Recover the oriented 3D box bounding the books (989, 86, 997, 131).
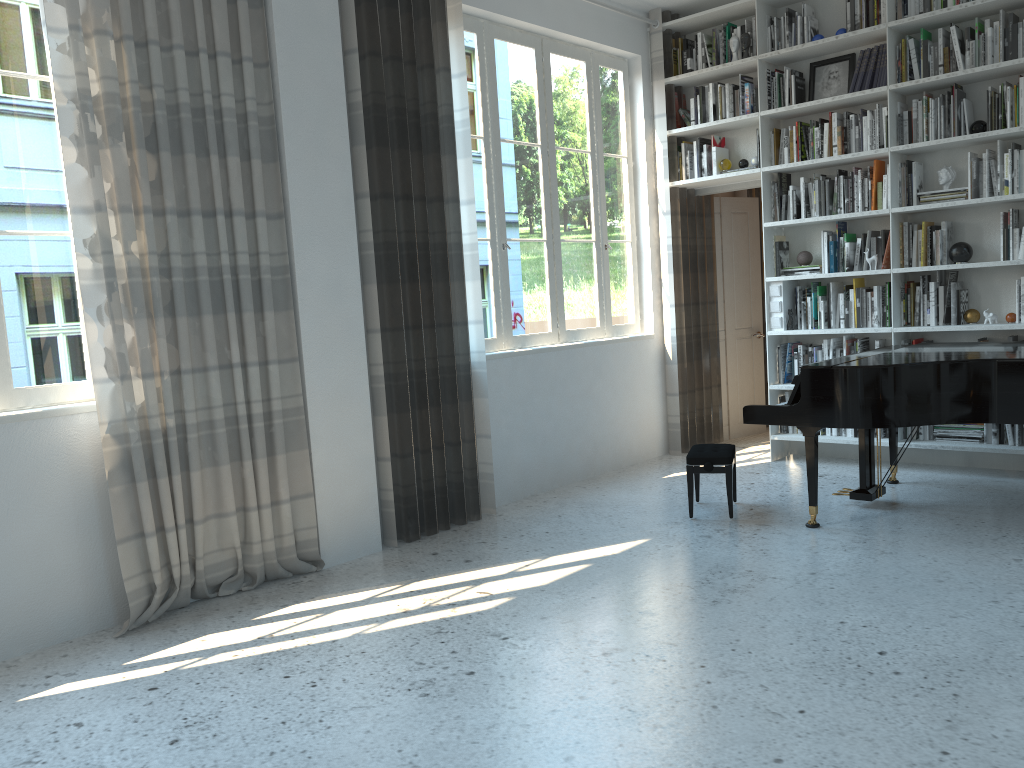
[{"bbox_3d":[2.828,-1.600,5.215,0.012,0.276,0.129,2,8,42],"label":"books"}]

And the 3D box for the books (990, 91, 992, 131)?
[{"bbox_3d":[2.820,-1.579,5.188,0.005,0.241,0.173,2,8,42],"label":"books"}]

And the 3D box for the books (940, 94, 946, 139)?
[{"bbox_3d":[2.623,-1.601,5.368,0.011,0.279,0.169,2,8,42],"label":"books"}]

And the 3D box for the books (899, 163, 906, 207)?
[{"bbox_3d":[2.471,-1.243,5.586,0.012,0.285,0.159,2,8,42],"label":"books"}]

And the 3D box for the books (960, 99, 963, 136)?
[{"bbox_3d":[2.715,-1.582,5.323,0.009,0.237,0.134,2,8,42],"label":"books"}]

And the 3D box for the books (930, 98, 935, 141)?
[{"bbox_3d":[2.575,-1.592,5.392,0.009,0.263,0.189,2,8,42],"label":"books"}]

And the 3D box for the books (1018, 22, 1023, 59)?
[{"bbox_3d":[2.916,-1.932,5.055,0.022,0.223,0.161,2,8,42],"label":"books"}]

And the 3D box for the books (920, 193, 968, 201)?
[{"bbox_3d":[2.652,-1.140,5.424,0.254,0.012,0.160,0,7,37],"label":"books"}]

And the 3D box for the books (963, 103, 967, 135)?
[{"bbox_3d":[2.724,-1.567,5.306,0.004,0.210,0.132,2,8,42],"label":"books"}]

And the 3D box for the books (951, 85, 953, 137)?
[{"bbox_3d":[2.668,-1.622,5.339,0.004,0.321,0.152,2,8,42],"label":"books"}]

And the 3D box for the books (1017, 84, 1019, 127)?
[{"bbox_3d":[2.929,-1.584,5.097,0.006,0.253,0.180,2,8,42],"label":"books"}]

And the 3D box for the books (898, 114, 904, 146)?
[{"bbox_3d":[2.449,-1.569,5.531,0.015,0.208,0.186,2,8,42],"label":"books"}]

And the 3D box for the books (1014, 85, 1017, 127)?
[{"bbox_3d":[2.921,-1.585,5.112,0.017,0.253,0.139,2,8,42],"label":"books"}]

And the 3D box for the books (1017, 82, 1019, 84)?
[{"bbox_3d":[2.929,-1.590,5.104,0.004,0.266,0.141,2,8,42],"label":"books"}]

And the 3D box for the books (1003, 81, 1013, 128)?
[{"bbox_3d":[2.891,-1.603,5.150,0.033,0.288,0.155,2,8,42],"label":"books"}]

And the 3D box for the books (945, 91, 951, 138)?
[{"bbox_3d":[2.646,-1.607,5.344,0.011,0.292,0.176,2,8,42],"label":"books"}]

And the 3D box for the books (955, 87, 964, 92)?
[{"bbox_3d":[2.688,-1.615,5.325,0.005,0.306,0.162,2,8,42],"label":"books"}]

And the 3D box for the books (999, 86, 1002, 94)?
[{"bbox_3d":[2.868,-1.594,5.172,0.009,0.267,0.149,2,8,42],"label":"books"}]

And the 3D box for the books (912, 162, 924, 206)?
[{"bbox_3d":[2.532,-1.238,5.526,0.021,0.278,0.136,2,8,42],"label":"books"}]

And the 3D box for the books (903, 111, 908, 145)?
[{"bbox_3d":[2.481,-1.580,5.533,0.029,0.225,0.136,2,8,42],"label":"books"}]

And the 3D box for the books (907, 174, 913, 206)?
[{"bbox_3d":[2.517,-1.205,5.552,0.034,0.210,0.136,2,8,42],"label":"books"}]

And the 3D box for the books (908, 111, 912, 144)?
[{"bbox_3d":[2.501,-1.577,5.515,0.024,0.219,0.140,2,8,42],"label":"books"}]

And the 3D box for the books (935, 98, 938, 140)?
[{"bbox_3d":[2.608,-1.594,5.397,0.010,0.262,0.169,2,8,42],"label":"books"}]

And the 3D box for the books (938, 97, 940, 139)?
[{"bbox_3d":[2.613,-1.592,5.371,0.009,0.261,0.180,2,8,42],"label":"books"}]

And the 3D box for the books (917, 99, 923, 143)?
[{"bbox_3d":[2.524,-1.602,5.458,0.012,0.276,0.157,2,8,42],"label":"books"}]

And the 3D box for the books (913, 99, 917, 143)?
[{"bbox_3d":[2.512,-1.604,5.473,0.026,0.280,0.150,2,8,42],"label":"books"}]

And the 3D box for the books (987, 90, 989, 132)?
[{"bbox_3d":[2.817,-1.588,5.217,0.005,0.254,0.160,2,8,42],"label":"books"}]

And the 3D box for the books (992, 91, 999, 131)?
[{"bbox_3d":[2.828,-1.575,5.170,0.005,0.236,0.178,2,8,42],"label":"books"}]

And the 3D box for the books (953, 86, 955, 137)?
[{"bbox_3d":[2.683,-1.621,5.334,0.005,0.316,0.157,2,8,42],"label":"books"}]

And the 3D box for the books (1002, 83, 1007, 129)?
[{"bbox_3d":[2.871,-1.597,5.155,0.005,0.275,0.157,2,8,42],"label":"books"}]

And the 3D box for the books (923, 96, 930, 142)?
[{"bbox_3d":[2.552,-1.604,5.422,0.010,0.284,0.183,2,8,42],"label":"books"}]

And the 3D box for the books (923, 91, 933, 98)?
[{"bbox_3d":[2.558,-1.623,5.442,0.011,0.317,0.154,2,8,42],"label":"books"}]

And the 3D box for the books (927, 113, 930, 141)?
[{"bbox_3d":[2.581,-1.557,5.426,0.029,0.187,0.149,2,8,42],"label":"books"}]

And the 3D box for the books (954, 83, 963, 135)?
[{"bbox_3d":[2.684,-1.627,5.328,0.005,0.331,0.161,2,8,42],"label":"books"}]

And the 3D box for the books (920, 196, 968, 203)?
[{"bbox_3d":[2.654,-1.128,5.427,0.254,0.012,0.160,0,7,38],"label":"books"}]

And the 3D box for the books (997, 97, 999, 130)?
[{"bbox_3d":[2.857,-1.560,5.176,0.011,0.200,0.162,2,8,42],"label":"books"}]

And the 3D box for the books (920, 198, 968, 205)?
[{"bbox_3d":[2.661,-1.116,5.434,0.254,0.012,0.160,1,7,42],"label":"books"}]

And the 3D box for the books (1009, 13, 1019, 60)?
[{"bbox_3d":[2.886,-1.968,5.098,0.022,0.291,0.146,2,8,42],"label":"books"}]

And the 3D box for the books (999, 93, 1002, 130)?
[{"bbox_3d":[2.854,-1.565,5.146,0.006,0.216,0.181,2,8,42],"label":"books"}]

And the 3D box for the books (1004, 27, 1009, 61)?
[{"bbox_3d":[2.870,-1.930,5.115,0.024,0.214,0.150,2,8,42],"label":"books"}]

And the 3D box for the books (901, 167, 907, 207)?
[{"bbox_3d":[2.481,-1.229,5.571,0.024,0.257,0.133,2,8,42],"label":"books"}]

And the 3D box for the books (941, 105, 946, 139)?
[{"bbox_3d":[2.629,-1.565,5.359,0.011,0.209,0.181,2,8,42],"label":"books"}]

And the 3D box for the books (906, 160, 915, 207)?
[{"bbox_3d":[2.505,-1.251,5.571,0.011,0.298,0.135,2,8,42],"label":"books"}]

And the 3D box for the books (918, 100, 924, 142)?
[{"bbox_3d":[2.538,-1.595,5.447,0.024,0.262,0.177,2,8,42],"label":"books"}]

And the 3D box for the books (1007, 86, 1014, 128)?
[{"bbox_3d":[2.887,-1.578,5.112,0.013,0.244,0.188,2,8,42],"label":"books"}]

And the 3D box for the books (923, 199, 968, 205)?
[{"bbox_3d":[2.659,-1.104,5.433,0.285,0.012,0.159,1,7,40],"label":"books"}]

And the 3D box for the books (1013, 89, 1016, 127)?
[{"bbox_3d":[2.920,-1.578,5.131,0.011,0.236,0.130,2,8,42],"label":"books"}]

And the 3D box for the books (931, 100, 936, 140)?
[{"bbox_3d":[2.585,-1.587,5.387,0.012,0.252,0.183,2,8,42],"label":"books"}]

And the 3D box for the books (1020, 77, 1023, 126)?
[{"bbox_3d":[2.943,-1.598,5.080,0.022,0.285,0.189,2,8,42],"label":"books"}]

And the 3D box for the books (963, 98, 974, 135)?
[{"bbox_3d":[2.730,-1.577,5.289,0.031,0.232,0.147,2,8,42],"label":"books"}]

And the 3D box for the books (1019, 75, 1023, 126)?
[{"bbox_3d":[2.933,-1.609,5.092,0.006,0.304,0.165,2,8,42],"label":"books"}]

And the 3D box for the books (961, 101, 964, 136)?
[{"bbox_3d":[2.719,-1.571,5.312,0.012,0.218,0.151,2,8,42],"label":"books"}]

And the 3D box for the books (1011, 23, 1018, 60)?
[{"bbox_3d":[2.894,-1.929,5.069,0.030,0.218,0.182,2,8,42],"label":"books"}]

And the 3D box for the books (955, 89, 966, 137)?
[{"bbox_3d":[2.683,-1.603,5.302,0.011,0.287,0.188,2,8,42],"label":"books"}]

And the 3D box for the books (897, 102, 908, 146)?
[{"bbox_3d":[2.448,-1.610,5.548,0.012,0.285,0.159,2,8,42],"label":"books"}]

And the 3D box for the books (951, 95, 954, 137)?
[{"bbox_3d":[2.670,-1.592,5.332,0.010,0.262,0.158,2,8,42],"label":"books"}]
